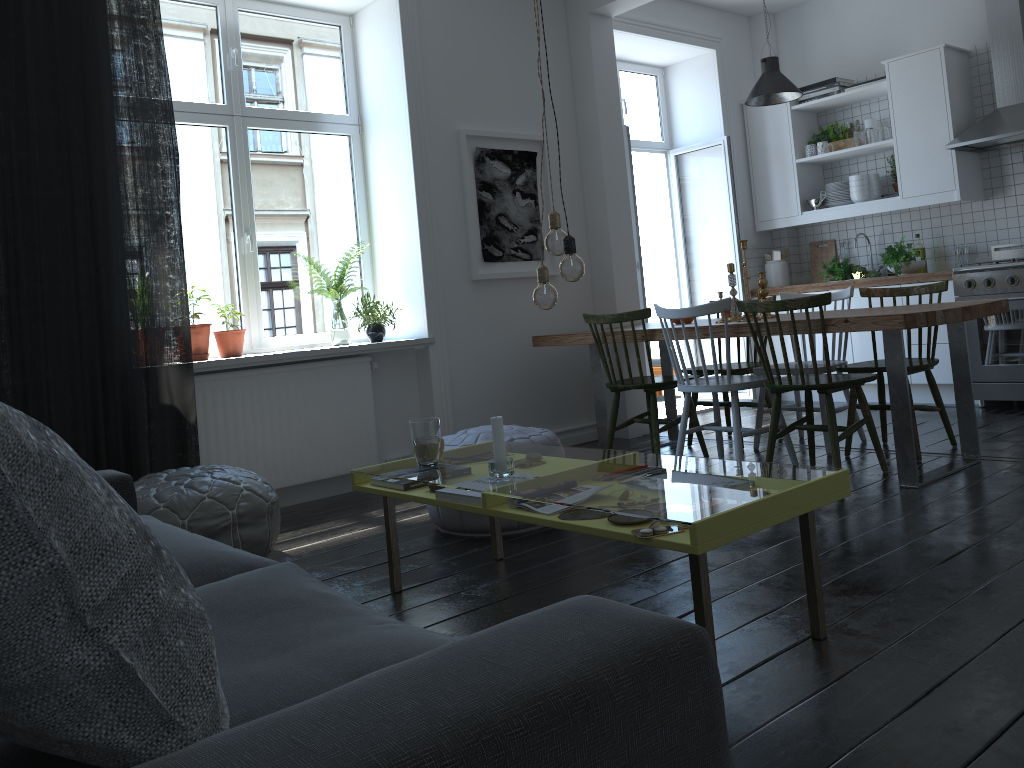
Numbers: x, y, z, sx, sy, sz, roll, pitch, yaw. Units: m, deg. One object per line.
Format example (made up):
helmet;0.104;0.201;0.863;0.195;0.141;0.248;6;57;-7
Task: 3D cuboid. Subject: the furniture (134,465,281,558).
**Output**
furniture;-1.223;0.520;3.329;0.683;0.383;0.676;-8;4;-40

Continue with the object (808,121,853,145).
object;2.428;-1.870;6.751;0.345;0.255;0.164;-3;1;40

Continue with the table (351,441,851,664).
table;0.171;0.444;2.500;0.604;0.400;1.394;-7;4;-40

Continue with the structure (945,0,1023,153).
structure;3.143;-2.200;5.645;0.531;1.309;0.629;-4;-1;-40

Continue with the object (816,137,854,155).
object;2.483;-1.783;6.690;0.154;0.103;0.391;-7;4;-40

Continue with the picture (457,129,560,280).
picture;-0.022;-1.090;5.381;0.691;0.891;0.082;-5;-2;-40

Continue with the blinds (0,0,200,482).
blinds;-1.777;-0.781;3.707;0.807;2.985;0.111;-4;-3;-41

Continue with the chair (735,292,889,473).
chair;1.344;0.009;3.931;0.488;0.830;0.464;-5;-1;-41

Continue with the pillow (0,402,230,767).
pillow;-1.035;0.227;1.578;0.481;0.493;2.047;-6;4;-35

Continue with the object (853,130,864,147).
object;2.509;-1.768;6.364;0.086;0.120;0.086;-5;0;-17

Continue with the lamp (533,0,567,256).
lamp;0.067;-1.122;2.607;0.074;1.503;0.074;-6;-2;7

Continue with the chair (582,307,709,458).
chair;0.708;0.010;4.661;0.488;0.830;0.464;-5;-1;-41

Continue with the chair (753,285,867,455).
chair;1.613;-0.092;4.795;0.512;0.845;0.463;-5;-1;-40

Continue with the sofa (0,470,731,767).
sofa;-0.889;0.451;1.587;1.090;0.724;2.362;-7;4;-40

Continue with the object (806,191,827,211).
object;2.291;-1.372;6.617;0.102;0.135;0.209;-5;2;-27

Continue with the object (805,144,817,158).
object;2.275;-1.763;6.695;0.082;0.100;0.109;-5;1;19

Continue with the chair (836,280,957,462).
chair;1.914;-0.081;4.409;0.488;0.830;0.464;-5;-1;-41

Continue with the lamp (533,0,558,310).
lamp;0.040;-0.965;2.613;0.089;1.503;0.074;-5;-2;-16

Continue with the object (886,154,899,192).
object;2.813;-1.513;6.351;0.171;0.367;0.165;-5;-1;-3

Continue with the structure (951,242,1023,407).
structure;3.265;-0.387;5.477;0.725;1.023;0.696;-5;0;-40

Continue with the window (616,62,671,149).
window;0.821;-2.169;6.795;1.187;0.659;0.105;-8;0;-40

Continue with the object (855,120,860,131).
object;2.599;-1.862;6.594;0.056;0.234;0.055;-4;-2;-37

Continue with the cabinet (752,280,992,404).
cabinet;3.013;-0.285;5.778;0.732;0.815;3.172;-6;4;-31

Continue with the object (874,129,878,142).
object;2.620;-1.777;6.348;0.086;0.120;0.086;-5;0;19

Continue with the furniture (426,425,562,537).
furniture;-0.067;0.392;3.711;0.607;0.420;0.618;-3;3;44

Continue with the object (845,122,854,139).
object;2.534;-1.853;6.604;0.059;0.226;0.060;-6;-2;33

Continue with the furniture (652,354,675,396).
furniture;1.175;-0.061;7.874;0.402;0.375;0.916;-6;3;-40

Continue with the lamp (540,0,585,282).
lamp;0.107;-1.039;2.548;0.074;1.503;0.086;-6;-2;12

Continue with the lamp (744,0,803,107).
lamp;1.100;-1.640;6.860;0.494;2.518;2.687;-4;0;-40

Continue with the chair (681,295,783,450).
chair;1.278;-0.080;5.140;0.488;0.830;0.464;-5;-1;-41

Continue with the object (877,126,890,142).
object;2.642;-1.772;6.264;0.086;0.120;0.086;-5;0;19

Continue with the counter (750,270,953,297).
counter;2.925;-0.711;5.763;0.851;0.074;3.086;-9;6;-39

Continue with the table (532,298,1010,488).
table;1.244;0.019;4.605;1.024;0.717;2.217;-7;4;-40

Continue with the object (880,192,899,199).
object;2.719;-1.335;6.267;0.244;0.042;0.278;-1;6;43

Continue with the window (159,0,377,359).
window;-1.470;-1.155;4.793;1.576;1.994;0.106;-6;-2;-40

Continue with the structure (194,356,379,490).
structure;-1.107;0.219;4.395;1.070;0.630;0.073;-8;0;-40

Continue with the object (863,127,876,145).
object;2.552;-1.766;6.288;0.086;0.120;0.086;-5;0;-17

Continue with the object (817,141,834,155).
object;2.342;-1.761;6.591;0.108;0.100;0.083;-4;1;39

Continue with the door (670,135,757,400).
door;1.556;-0.888;6.890;0.582;2.034;0.105;-7;-3;44

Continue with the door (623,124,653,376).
door;0.692;-0.751;6.162;0.105;2.034;0.581;-4;-2;-34

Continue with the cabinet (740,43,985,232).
cabinet;3.124;-1.059;5.547;0.783;2.376;3.773;-4;1;-36

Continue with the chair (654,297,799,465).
chair;1.008;0.005;4.275;0.512;0.845;0.463;-5;-1;-40
